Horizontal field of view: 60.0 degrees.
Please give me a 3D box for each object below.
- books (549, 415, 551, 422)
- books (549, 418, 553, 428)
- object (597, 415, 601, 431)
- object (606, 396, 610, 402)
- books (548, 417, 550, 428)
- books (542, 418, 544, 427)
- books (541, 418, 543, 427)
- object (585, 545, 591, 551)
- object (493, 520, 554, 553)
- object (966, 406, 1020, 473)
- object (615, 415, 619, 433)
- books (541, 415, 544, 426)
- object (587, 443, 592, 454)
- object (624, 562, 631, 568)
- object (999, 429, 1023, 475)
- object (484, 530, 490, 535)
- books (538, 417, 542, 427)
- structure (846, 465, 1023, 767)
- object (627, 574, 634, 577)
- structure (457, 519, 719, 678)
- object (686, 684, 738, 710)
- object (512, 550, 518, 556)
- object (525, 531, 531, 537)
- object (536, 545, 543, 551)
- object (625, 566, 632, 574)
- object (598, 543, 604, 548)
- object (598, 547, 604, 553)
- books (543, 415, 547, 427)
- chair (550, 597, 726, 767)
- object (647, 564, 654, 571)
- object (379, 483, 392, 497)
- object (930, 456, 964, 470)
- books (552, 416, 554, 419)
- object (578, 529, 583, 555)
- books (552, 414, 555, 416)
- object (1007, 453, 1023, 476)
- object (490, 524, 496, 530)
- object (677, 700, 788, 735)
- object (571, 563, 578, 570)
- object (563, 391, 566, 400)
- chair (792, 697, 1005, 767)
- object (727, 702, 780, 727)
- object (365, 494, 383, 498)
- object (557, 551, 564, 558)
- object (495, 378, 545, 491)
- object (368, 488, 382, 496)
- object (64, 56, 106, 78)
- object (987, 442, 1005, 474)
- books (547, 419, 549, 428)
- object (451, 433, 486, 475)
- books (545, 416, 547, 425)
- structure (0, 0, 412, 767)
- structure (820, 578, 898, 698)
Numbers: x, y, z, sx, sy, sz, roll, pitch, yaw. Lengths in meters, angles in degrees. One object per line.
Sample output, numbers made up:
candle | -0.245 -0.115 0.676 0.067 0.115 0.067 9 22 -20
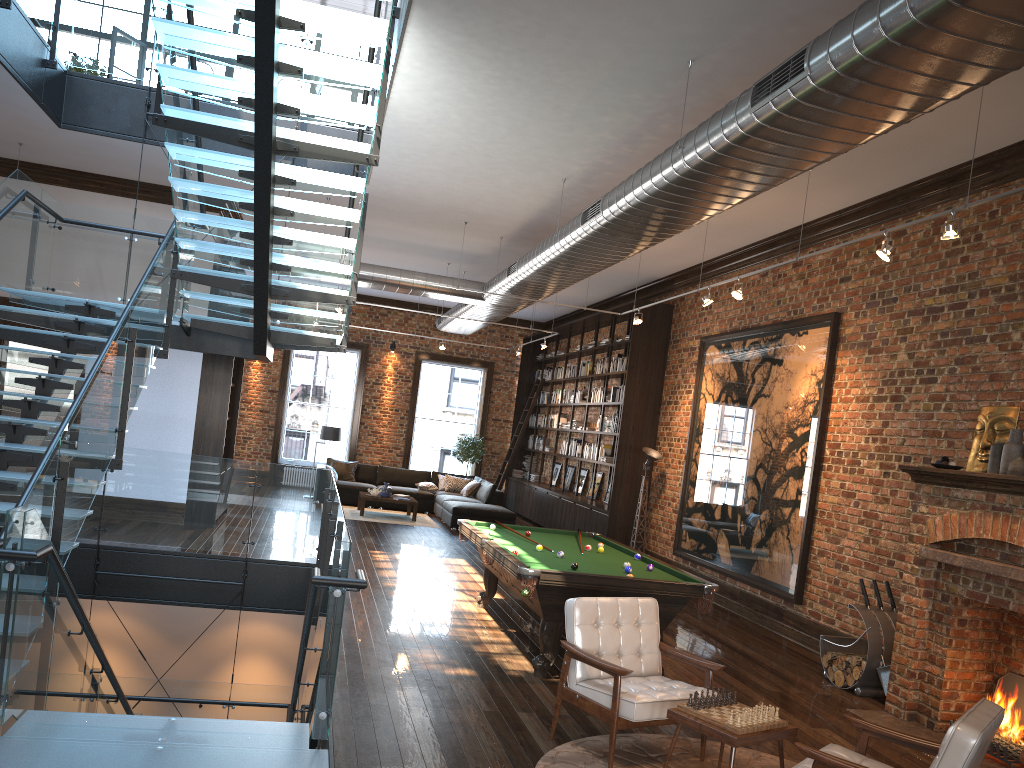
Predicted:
books | 0.886 0.806 18.883 0.188 0.281 0.014 7 2 -13
books | 0.901 0.835 18.665 0.236 0.203 0.046 7 1 -13
object | 1.521 0.682 15.332 0.069 0.289 0.117 7 1 -19
object | 1.686 0.271 15.364 0.096 0.137 0.234 7 -2 -29
books | 0.860 0.833 18.987 0.172 0.233 0.015 7 2 -13
books | 0.771 0.835 19.394 0.187 0.253 0.017 7 2 -13
books | 0.742 0.864 19.462 0.176 0.195 0.031 7 1 -13
object | 0.698 1.498 8.099 0.056 0.057 0.057 6 -1 43
object | 0.087 1.431 8.422 0.028 0.072 1.601 7 -3 -20
object | 3.627 0.430 6.749 0.125 0.536 0.407 7 0 -12
object | 1.717 0.658 14.470 0.069 0.289 0.117 7 1 -19
books | 0.733 0.834 19.556 0.180 0.264 0.015 7 2 -13
object | 1.450 1.227 16.096 0.166 0.283 0.015 7 2 -13
object | 0.940 1.479 7.240 0.056 0.057 0.057 7 -1 27
object | 3.584 0.495 6.336 0.144 0.350 0.145 8 1 24
object | -0.235 1.390 8.262 0.057 0.057 0.057 7 -1 -14
books | 0.691 0.852 19.619 0.232 0.225 0.024 7 1 -13
structure | 3.281 1.570 5.947 0.889 1.909 1.995 7 -1 -12
object | 0.872 1.432 6.552 0.057 0.057 0.057 7 -1 6
structure | 0.444 1.852 7.840 1.556 0.852 2.952 8 -3 -12
object | 1.033 1.596 4.545 0.336 0.101 0.075 9 -1 -38
object | 0.023 1.355 7.073 0.056 0.057 0.057 7 -1 35
object | 0.157 1.462 8.656 0.056 0.057 0.057 7 -1 36
object | 0.237 1.415 7.649 0.057 0.057 0.057 7 -1 25
object | 0.913 1.460 6.967 0.057 0.057 0.057 7 -1 -8
object | 0.840 1.533 8.403 0.057 0.057 0.057 7 -1 33
object | 0.809 1.510 8.065 0.057 0.057 0.057 7 -1 -12
books | 0.774 0.821 19.355 0.164 0.278 0.013 7 2 -13
chair | 0.737 1.731 5.170 0.772 0.867 0.738 7 -1 -32
object | 1.133 1.505 7.267 0.057 0.057 0.057 7 -1 10
object | -2.300 1.930 16.158 0.215 0.251 0.216 7 0 20
object | 3.254 0.593 6.632 0.237 0.105 0.237 7 -2 -2
books | 0.920 0.809 18.712 0.178 0.264 0.041 7 1 -13
object | 0.664 1.511 8.553 0.028 0.072 1.608 7 -3 4
books | 0.917 0.798 18.745 0.169 0.290 0.026 7 2 -13
object | 3.500 0.562 6.115 0.135 0.169 0.136 7 0 30
object | -0.192 1.429 8.855 0.058 0.058 0.057 7 -1 -11
object | 1.104 1.661 4.445 0.390 0.029 0.386 10 -4 -37
object | 0.477 1.395 6.772 0.057 0.057 0.057 7 -1 -8
object | 1.060 0.269 17.743 0.076 0.255 0.087 7 1 -23
chair | 1.666 1.776 3.921 0.737 0.867 0.772 7 -1 38
object | 1.190 1.604 4.341 0.336 0.101 0.075 9 -1 -38
object | -2.476 2.013 15.944 0.266 0.018 0.202 6 -3 11
object | 0.406 1.421 7.385 0.057 0.057 0.056 8 -1 -42
object | 0.052 1.348 19.409 0.899 3.081 0.493 7 2 -13
object | -2.461 1.944 15.954 0.218 0.160 0.219 6 -2 30
object | -6.804 -4.254 13.997 0.796 1.867 0.815 8 1 36
object | 3.553 0.549 6.482 0.117 0.250 0.118 8 1 35
books | 0.831 0.851 19.037 0.192 0.196 0.034 7 1 -13
object | -1.054 2.018 20.014 0.813 1.867 0.799 7 1 -4
books | 0.820 0.820 19.197 0.181 0.273 0.016 7 2 -13
structure | -2.791 0.016 6.429 3.584 14.514 7.022 7 1 -12
structure | 3.044 2.111 7.383 0.539 0.920 0.925 7 -1 -12
